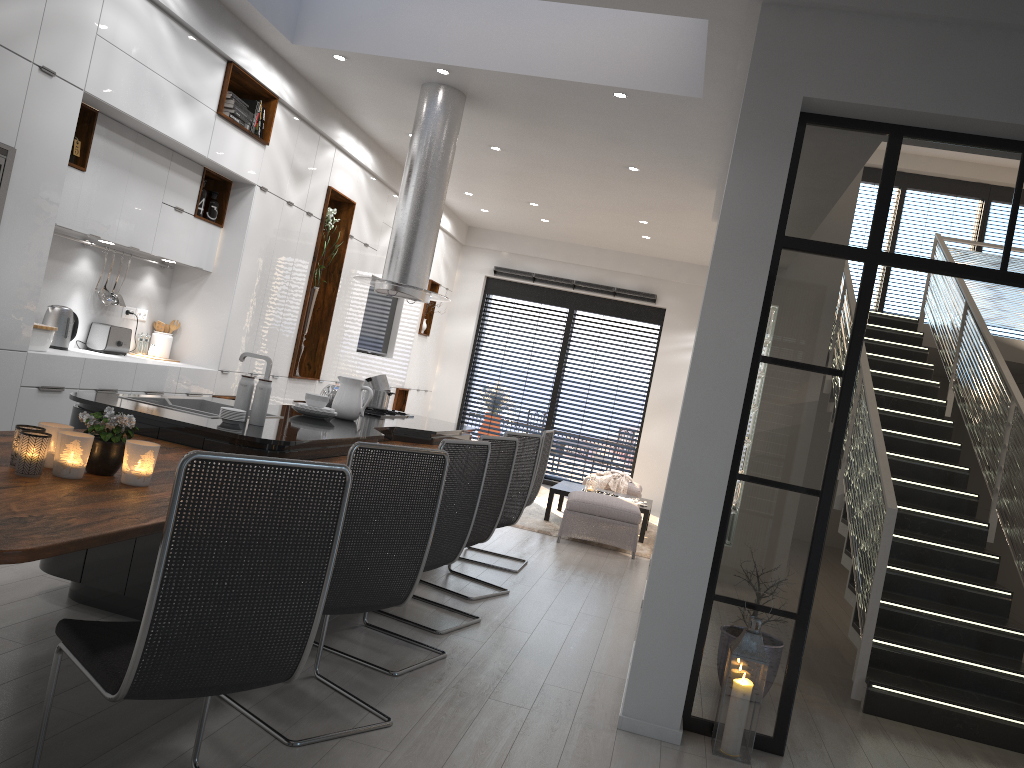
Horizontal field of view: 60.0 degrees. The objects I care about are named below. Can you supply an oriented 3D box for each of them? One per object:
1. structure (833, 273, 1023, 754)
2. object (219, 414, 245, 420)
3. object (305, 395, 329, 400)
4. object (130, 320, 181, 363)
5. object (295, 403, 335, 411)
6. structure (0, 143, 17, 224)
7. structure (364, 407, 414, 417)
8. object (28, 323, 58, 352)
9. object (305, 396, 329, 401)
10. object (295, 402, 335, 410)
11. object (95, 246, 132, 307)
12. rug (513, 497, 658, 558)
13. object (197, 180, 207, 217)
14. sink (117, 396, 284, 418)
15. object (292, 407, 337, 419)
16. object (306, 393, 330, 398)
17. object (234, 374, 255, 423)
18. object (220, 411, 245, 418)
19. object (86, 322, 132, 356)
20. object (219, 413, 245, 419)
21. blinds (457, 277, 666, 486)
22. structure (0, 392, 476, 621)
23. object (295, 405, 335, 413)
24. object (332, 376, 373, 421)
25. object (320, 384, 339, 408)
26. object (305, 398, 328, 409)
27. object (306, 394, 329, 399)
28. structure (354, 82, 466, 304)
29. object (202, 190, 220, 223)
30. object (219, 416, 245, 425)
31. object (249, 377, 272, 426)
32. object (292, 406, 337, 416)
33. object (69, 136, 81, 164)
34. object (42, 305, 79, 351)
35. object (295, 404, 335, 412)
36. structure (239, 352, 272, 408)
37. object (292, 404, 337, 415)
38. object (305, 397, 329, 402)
[{"bbox_3d":[3.614,0.213,6.280,2.396,3.603,5.794,11,0,11],"label":"structure"},{"bbox_3d":[-1.238,0.155,3.914,0.111,0.023,0.111,11,0,23],"label":"object"},{"bbox_3d":[-1.131,0.099,5.126,0.138,0.051,0.138,11,0,-9],"label":"object"},{"bbox_3d":[-2.629,-0.343,6.611,0.221,0.316,0.330,11,-1,11],"label":"object"},{"bbox_3d":[-1.139,0.140,5.125,0.229,0.016,0.229,11,0,8],"label":"object"},{"bbox_3d":[-2.771,-1.007,4.139,0.459,0.430,0.594,11,0,11],"label":"structure"},{"bbox_3d":[-1.082,0.185,6.626,0.502,0.026,0.810,11,0,11],"label":"structure"},{"bbox_3d":[-2.769,-0.282,4.950,0.380,0.148,0.263,11,0,11],"label":"object"},{"bbox_3d":[-1.132,0.105,5.126,0.138,0.051,0.138,11,0,-9],"label":"object"},{"bbox_3d":[-1.138,0.136,5.125,0.229,0.016,0.229,11,0,8],"label":"object"},{"bbox_3d":[-2.729,-0.725,6.070,0.069,0.389,0.320,11,-1,12],"label":"object"},{"bbox_3d":[0.762,1.454,9.307,1.625,0.020,2.516,11,0,11],"label":"rug"},{"bbox_3d":[-2.310,-1.366,6.502,0.124,0.275,0.124,11,-1,-1],"label":"object"},{"bbox_3d":[-1.520,0.189,4.370,0.485,0.153,0.737,11,0,11],"label":"sink"},{"bbox_3d":[-1.146,0.172,5.125,0.263,0.033,0.265,11,0,-42],"label":"object"},{"bbox_3d":[-1.129,0.088,5.127,0.138,0.051,0.138,11,0,-9],"label":"object"},{"bbox_3d":[-1.230,0.063,4.066,0.070,0.219,0.071,12,-1,-25],"label":"object"},{"bbox_3d":[-1.235,0.142,3.915,0.111,0.023,0.111,11,0,23],"label":"object"},{"bbox_3d":[-2.751,-0.306,6.074,0.177,0.195,0.260,11,0,11],"label":"object"},{"bbox_3d":[-1.237,0.149,3.914,0.111,0.023,0.111,11,0,23],"label":"object"},{"bbox_3d":[0.646,0.047,12.530,2.587,2.722,0.357,11,-1,11],"label":"blinds"},{"bbox_3d":[-1.205,0.631,4.506,1.379,0.887,5.633,11,0,11],"label":"structure"},{"bbox_3d":[-1.141,0.149,5.125,0.229,0.016,0.229,11,0,8],"label":"object"},{"bbox_3d":[-0.983,0.091,5.384,0.182,0.254,0.212,12,-1,-45],"label":"object"},{"bbox_3d":[-1.144,0.099,5.759,0.212,0.174,0.211,11,0,18],"label":"object"},{"bbox_3d":[-1.134,0.116,5.126,0.138,0.051,0.138,11,0,-9],"label":"object"},{"bbox_3d":[-1.130,0.094,5.127,0.138,0.051,0.138,11,0,-9],"label":"object"},{"bbox_3d":[-0.671,-1.417,6.664,0.696,1.609,1.042,11,-1,10],"label":"structure"},{"bbox_3d":[-2.278,-1.339,6.692,0.124,0.231,0.123,11,-1,12],"label":"object"},{"bbox_3d":[-1.239,0.161,3.914,0.111,0.023,0.111,11,0,23],"label":"object"},{"bbox_3d":[-1.149,0.079,4.059,0.071,0.219,0.070,11,-1,37],"label":"object"},{"bbox_3d":[-1.144,0.166,5.125,0.263,0.033,0.265,11,0,-42],"label":"object"},{"bbox_3d":[-2.563,-1.384,5.135,0.119,0.215,0.104,11,-1,11],"label":"object"},{"bbox_3d":[-2.803,-0.352,5.505,0.220,0.270,0.179,12,-1,-37],"label":"object"},{"bbox_3d":[-1.140,0.145,5.125,0.229,0.016,0.229,11,0,8],"label":"object"},{"bbox_3d":[-1.279,0.006,4.309,0.177,0.310,0.089,11,-1,11],"label":"structure"},{"bbox_3d":[-1.143,0.160,5.125,0.263,0.033,0.265,11,0,-42],"label":"object"},{"bbox_3d":[-1.133,0.111,5.126,0.138,0.051,0.138,11,0,-9],"label":"object"}]
